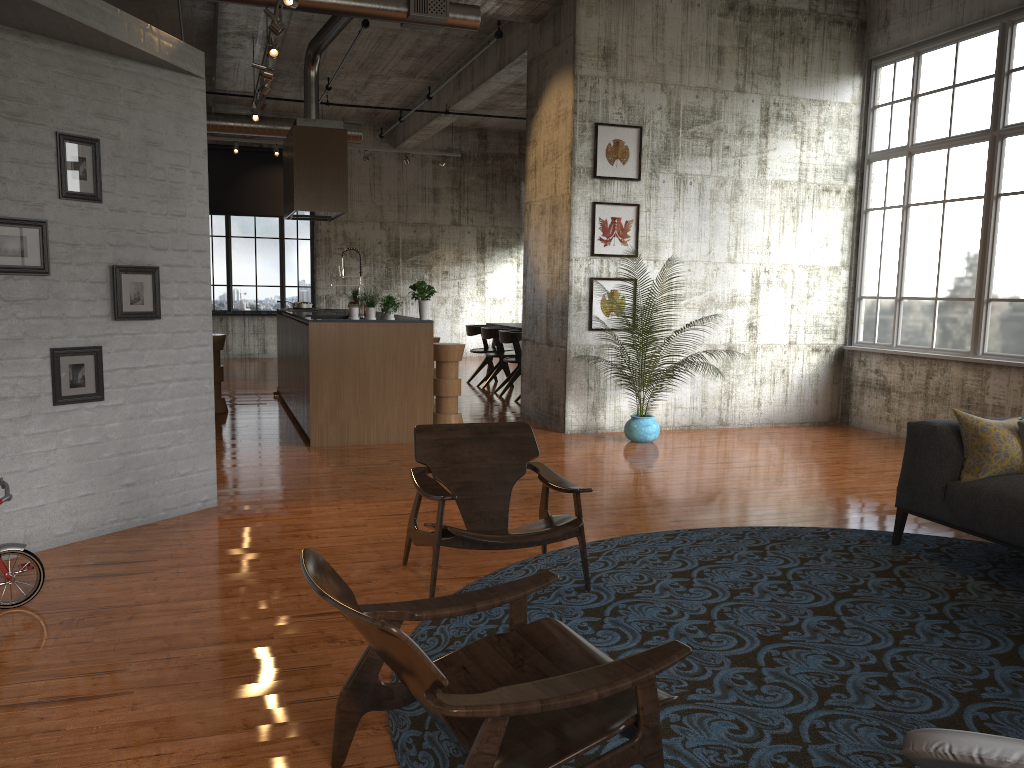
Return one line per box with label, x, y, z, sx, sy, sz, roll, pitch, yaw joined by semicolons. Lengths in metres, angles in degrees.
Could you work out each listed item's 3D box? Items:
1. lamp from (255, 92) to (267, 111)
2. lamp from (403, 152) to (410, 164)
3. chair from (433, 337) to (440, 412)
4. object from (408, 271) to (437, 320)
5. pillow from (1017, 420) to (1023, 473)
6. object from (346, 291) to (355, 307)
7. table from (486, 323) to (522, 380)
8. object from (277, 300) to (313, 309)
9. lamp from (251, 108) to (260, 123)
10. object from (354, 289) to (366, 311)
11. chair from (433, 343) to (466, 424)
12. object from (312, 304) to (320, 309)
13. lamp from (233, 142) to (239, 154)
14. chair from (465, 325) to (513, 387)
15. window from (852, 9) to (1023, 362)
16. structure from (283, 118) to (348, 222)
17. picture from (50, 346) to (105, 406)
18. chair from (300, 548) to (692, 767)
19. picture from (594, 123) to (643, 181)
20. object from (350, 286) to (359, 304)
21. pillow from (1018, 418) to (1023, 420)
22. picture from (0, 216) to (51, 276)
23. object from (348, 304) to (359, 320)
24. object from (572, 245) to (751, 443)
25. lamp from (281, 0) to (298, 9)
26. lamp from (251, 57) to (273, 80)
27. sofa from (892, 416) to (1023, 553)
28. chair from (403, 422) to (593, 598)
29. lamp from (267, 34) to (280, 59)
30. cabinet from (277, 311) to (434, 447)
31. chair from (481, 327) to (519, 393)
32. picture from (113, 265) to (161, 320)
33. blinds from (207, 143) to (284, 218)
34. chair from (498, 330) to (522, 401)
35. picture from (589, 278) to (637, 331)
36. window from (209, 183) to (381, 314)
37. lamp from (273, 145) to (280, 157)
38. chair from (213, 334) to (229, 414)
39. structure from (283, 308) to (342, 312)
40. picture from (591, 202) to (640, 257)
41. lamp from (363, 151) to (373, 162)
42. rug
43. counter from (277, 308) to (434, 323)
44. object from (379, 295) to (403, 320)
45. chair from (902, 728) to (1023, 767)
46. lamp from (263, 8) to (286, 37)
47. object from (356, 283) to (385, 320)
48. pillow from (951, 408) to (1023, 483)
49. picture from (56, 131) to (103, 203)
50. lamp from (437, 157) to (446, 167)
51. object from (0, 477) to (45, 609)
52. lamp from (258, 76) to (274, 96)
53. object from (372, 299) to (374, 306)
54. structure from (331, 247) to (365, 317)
lamp;-2.926;-3.295;10.338;0.165;0.252;0.101;5;8;26
lamp;-2.126;-4.549;17.922;0.102;0.252;0.164;5;8;26
chair;-1.124;-0.117;11.340;0.408;0.967;0.410;-5;10;-40
object;-0.917;-0.907;9.102;0.268;0.504;0.303;4;8;23
pillow;3.118;0.367;5.215;0.364;0.316;0.170;-3;8;-29
object;-2.251;-1.195;12.597;0.221;0.284;0.210;0;7;-11
table;0.891;-0.392;14.173;1.638;1.010;3.689;-1;7;-19
object;-2.978;-1.080;12.084;0.331;0.121;0.727;3;6;16
lamp;-3.208;-3.373;11.075;0.102;0.216;0.225;-2;8;-23
object;-2.069;-1.158;12.152;0.179;0.312;0.172;-1;8;-13
chair;-0.738;0.025;10.063;0.408;0.967;0.410;-5;10;-40
object;-2.890;-1.102;12.641;0.184;0.068;0.390;4;7;27
lamp;-5.267;-4.495;16.923;0.102;0.229;0.198;0;7;-9
chair;-0.392;-0.483;14.885;0.769;0.997;0.875;-1;7;-18
window;4.833;-1.931;8.908;0.050;3.450;3.836;-2;7;-19
structure;-2.636;-2.800;11.783;0.663;1.130;1.623;-1;7;-19
picture;-2.615;-0.053;5.345;0.015;0.342;0.329;6;8;31
chair;-0.078;0.909;2.668;1.042;0.796;0.872;-3;8;-29
picture;1.155;-2.520;9.638;0.555;0.582;0.036;-1;8;-19
object;-2.153;-1.212;12.374;0.196;0.369;0.185;4;8;21
pillow;3.235;0.372;5.378;0.434;0.320;0.168;-1;8;-19
picture;-2.780;-0.767;4.930;0.015;0.317;0.425;6;8;31
object;-1.587;-0.726;8.894;0.107;0.158;0.107;3;8;16
object;1.567;-0.391;9.272;1.888;2.072;1.506;2;7;4
lamp;-1.626;-2.864;6.519;0.102;0.212;0.259;3;7;11
lamp;-2.434;-3.115;8.747;0.260;0.212;0.101;-2;8;-24
sofa;3.490;0.761;4.450;1.362;0.864;2.992;-1;6;-17
chair;-0.104;0.676;4.866;0.875;0.796;1.039;-1;7;-18
lamp;-2.143;-3.027;7.964;0.102;0.241;0.182;-2;8;-24
cabinet;-2.098;-0.221;10.952;1.244;1.249;4.344;-1;7;-19
chair;-0.103;-0.389;14.040;0.769;0.997;0.875;-1;7;-19
picture;-2.376;-0.579;5.631;0.015;0.342;0.329;6;8;31
blinds;-5.466;-4.314;18.929;2.442;1.470;0.150;-1;8;-18
chair;0.197;-0.277;13.034;0.769;0.997;0.875;-2;8;-22
picture;1.126;-0.886;9.862;0.555;0.582;0.036;-1;8;-19
window;-9.585;-3.986;19.066;14.314;8.603;2.657;-1;8;-19
lamp;-4.560;-4.510;17.158;0.102;0.241;0.182;-3;8;-29
chair;-3.759;-0.133;11.045;0.411;0.967;0.407;3;8;11
structure;-2.717;-1.006;12.002;0.678;0.019;1.093;-1;6;-19
picture;1.140;-1.695;9.751;0.555;0.582;0.036;-1;8;-19
lamp;-2.895;-4.531;17.669;0.247;0.216;0.101;5;9;31
rug;1.929;1.237;3.697;4.841;0.009;4.832;4;7;27
counter;-2.088;-0.779;10.876;1.244;0.175;4.346;-1;6;-19
object;-1.232;-0.777;8.961;0.236;0.259;0.231;4;7;19
chair;1.174;0.941;1.426;1.056;1.035;0.804;4;8;20
lamp;-1.925;-2.943;7.229;0.199;0.229;0.101;0;8;-9
object;-1.429;-0.837;8.908;0.305;0.383;0.360;3;7;15
pillow;2.872;0.373;5.263;0.536;0.448;0.259;0;8;-12
picture;-2.556;-1.277;5.247;0.015;0.383;0.277;5;8;29
lamp;-1.435;-4.561;18.210;0.225;0.216;0.102;4;8;22
object;-0.593;0.184;10.245;8.766;0.660;20.754;-1;6;-19
lamp;-2.658;-3.209;9.564;0.165;0.252;0.101;2;8;6
object;-1.985;-1.151;12.592;0.056;0.209;0.055;-2;8;-19
structure;-1.768;-1.100;9.557;0.360;0.753;0.167;-2;8;-19
